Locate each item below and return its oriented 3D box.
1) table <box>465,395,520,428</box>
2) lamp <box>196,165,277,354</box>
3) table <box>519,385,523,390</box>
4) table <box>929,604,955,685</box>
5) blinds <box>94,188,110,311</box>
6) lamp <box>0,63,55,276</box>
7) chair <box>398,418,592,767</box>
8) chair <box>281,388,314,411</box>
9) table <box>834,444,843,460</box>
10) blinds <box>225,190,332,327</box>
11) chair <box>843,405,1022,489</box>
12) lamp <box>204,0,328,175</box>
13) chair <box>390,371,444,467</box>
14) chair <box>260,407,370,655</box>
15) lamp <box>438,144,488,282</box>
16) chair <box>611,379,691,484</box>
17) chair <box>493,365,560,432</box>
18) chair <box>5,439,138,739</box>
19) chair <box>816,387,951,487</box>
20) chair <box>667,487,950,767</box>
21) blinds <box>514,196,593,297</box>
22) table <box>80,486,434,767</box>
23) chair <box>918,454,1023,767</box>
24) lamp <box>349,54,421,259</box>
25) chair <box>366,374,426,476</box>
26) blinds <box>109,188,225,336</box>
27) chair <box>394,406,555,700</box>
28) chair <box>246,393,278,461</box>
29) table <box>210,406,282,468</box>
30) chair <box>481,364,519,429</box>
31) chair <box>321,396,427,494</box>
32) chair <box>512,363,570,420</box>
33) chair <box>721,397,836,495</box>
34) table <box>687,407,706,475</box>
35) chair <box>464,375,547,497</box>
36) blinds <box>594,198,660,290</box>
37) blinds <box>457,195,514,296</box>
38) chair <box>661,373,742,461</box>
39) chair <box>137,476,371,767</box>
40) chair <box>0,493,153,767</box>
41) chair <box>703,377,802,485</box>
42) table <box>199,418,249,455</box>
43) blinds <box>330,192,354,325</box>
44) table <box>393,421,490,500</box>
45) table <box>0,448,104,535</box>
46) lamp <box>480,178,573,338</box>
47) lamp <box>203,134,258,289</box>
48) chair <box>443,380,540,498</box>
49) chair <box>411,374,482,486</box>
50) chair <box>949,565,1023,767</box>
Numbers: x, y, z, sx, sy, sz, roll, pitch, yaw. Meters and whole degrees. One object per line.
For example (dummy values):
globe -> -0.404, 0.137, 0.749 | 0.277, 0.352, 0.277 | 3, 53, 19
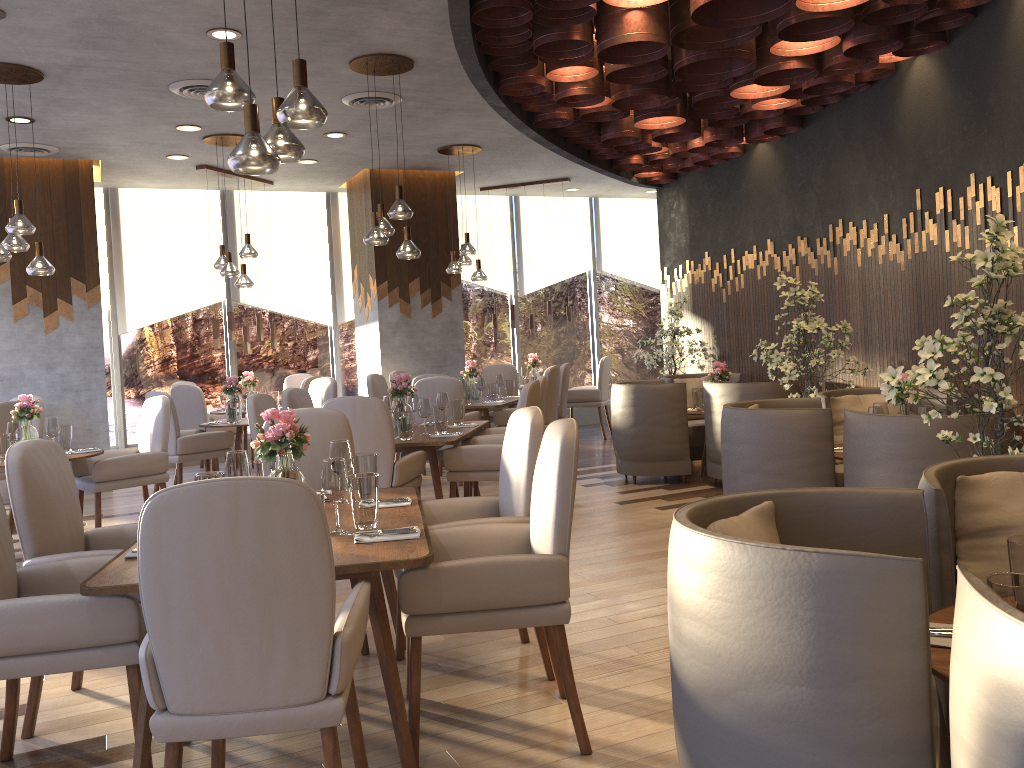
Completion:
table -> -0.381, 0.505, 8.916 | 0.964, 0.665, 1.309 | -2, 3, 16
lamp -> -2.905, -1.289, 9.542 | 0.118, 1.930, 1.162 | -3, 2, 20
table -> 0.312, 0.355, 11.156 | 0.835, 0.662, 0.833 | -5, 3, -34
table -> 1.278, 0.828, 1.800 | 0.833, 0.561, 0.835 | -3, 2, 14
blinds -> -5.106, -2.115, 9.645 | 1.174, 2.679, 0.007 | -4, 1, -25
lamp -> -3.286, -1.382, 5.834 | 0.439, 1.325, 0.439 | -4, 1, -22
chair -> -0.063, 0.629, 2.877 | 0.600, 1.000, 0.528 | -3, 1, -6
chair -> -1.327, 0.515, 6.481 | 0.599, 1.000, 0.529 | -3, 1, 11
table -> 2.105, 0.633, 4.748 | 0.833, 0.561, 0.835 | -2, 2, 18
blinds -> -2.830, -2.001, 10.701 | 1.174, 2.679, 0.007 | -4, 1, -25
chair -> 1.971, 0.536, 4.086 | 0.774, 0.837, 0.596 | -3, 2, 10
lamp -> -0.870, -1.372, 3.046 | 0.439, 1.325, 0.440 | -3, 1, 14
chair -> -0.941, 0.347, 9.357 | 0.599, 1.000, 0.529 | -3, 2, 18
chair -> -0.891, 0.622, 3.897 | 0.528, 1.000, 0.600 | -3, 2, -11
lamp -> -0.490, -1.690, 8.898 | 0.440, 1.325, 0.439 | -4, 2, -40
chair -> 1.159, 0.401, 7.619 | 0.595, 0.837, 0.775 | -3, 2, -5
chair -> 0.172, 0.333, 8.444 | 0.599, 1.000, 0.529 | -3, 2, 19
chair -> -1.462, 0.686, 3.254 | 0.600, 1.000, 0.528 | -3, 1, -6
chair -> 2.213, 0.457, 5.392 | 0.774, 0.837, 0.596 | -3, 2, 5
chair -> 0.670, 0.712, 2.038 | 0.595, 0.837, 0.775 | -2, 2, 25
blinds -> 0.557, -2.556, 12.277 | 1.174, 2.679, 0.007 | -4, 1, -25
table -> -0.769, 0.823, 3.078 | 0.965, 0.665, 1.308 | -3, 3, -8
chair -> 1.503, 0.646, 2.425 | 0.774, 0.837, 0.596 | -3, 2, 15
lamp -> -0.855, -1.527, 6.078 | 0.439, 1.325, 0.439 | -4, 1, -20
chair -> -1.099, 0.383, 8.814 | 0.599, 1.000, 0.529 | -3, 1, 13
blinds -> -3.960, -1.920, 10.176 | 1.174, 2.679, 0.007 | -4, 1, -25
chair -> -0.161, 0.606, 3.438 | 0.600, 1.000, 0.528 | -3, 1, -13
chair -> -1.416, 0.548, 5.923 | 0.599, 1.000, 0.529 | -3, 1, 6
table -> -2.805, 0.605, 9.584 | 0.834, 0.662, 0.834 | -3, 2, -5
chair -> -0.174, 0.288, 9.698 | 0.528, 1.000, 0.600 | -3, 2, 13
chair -> -0.822, 0.548, 5.275 | 0.528, 1.000, 0.600 | -3, 2, 11
chair -> 0.312, 0.297, 8.996 | 0.599, 1.000, 0.529 | -3, 1, 11
chair -> 1.460, 0.525, 4.865 | 0.595, 0.837, 0.775 | -3, 2, 15
table -> 1.843, 0.497, 7.706 | 0.835, 0.561, 0.834 | -5, 3, -32
chair -> -0.029, 0.454, 6.279 | 0.599, 1.000, 0.529 | -3, 1, 4
blinds -> 1.687, -2.645, 12.803 | 1.174, 2.679, 0.007 | -4, 1, -25
blinds -> -0.574, -2.490, 11.752 | 1.174, 2.679, 0.007 | -4, 1, -25
chair -> 1.730, 0.332, 8.351 | 0.774, 0.837, 0.595 | -4, 2, -15
chair -> -0.629, 0.692, 2.247 | 0.528, 1.000, 0.600 | -3, 2, -6
chair -> -1.385, 0.710, 2.693 | 0.600, 1.000, 0.528 | -3, 1, -11
chair -> 1.960, 0.389, 6.990 | 0.774, 0.837, 0.596 | -3, 2, -10
table -> -2.368, 0.662, 8.001 | 0.833, 0.662, 0.835 | -1, 3, 40
blinds -> -1.702, -2.108, 11.226 | 1.174, 2.679, 0.007 | -4, 1, -25
table -> -0.711, 0.666, 6.111 | 0.964, 0.665, 1.308 | -3, 3, 9
table -> -3.138, 0.812, 5.869 | 0.833, 0.662, 0.835 | -2, 2, 25
lamp -> 0.211, -1.538, 11.082 | 1.160, 1.930, 0.118 | -3, 1, 20
lamp -> -2.512, -1.533, 7.977 | 0.439, 1.325, 0.439 | -4, 1, -17
chair -> -0.097, 0.486, 5.714 | 0.599, 1.000, 0.529 | -3, 1, 11
chair -> -0.601, 0.393, 8.101 | 0.528, 1.000, 0.600 | -3, 2, 18
chair -> 1.038, 0.735, 1.182 | 0.774, 0.837, 0.596 | -2, 2, 20
